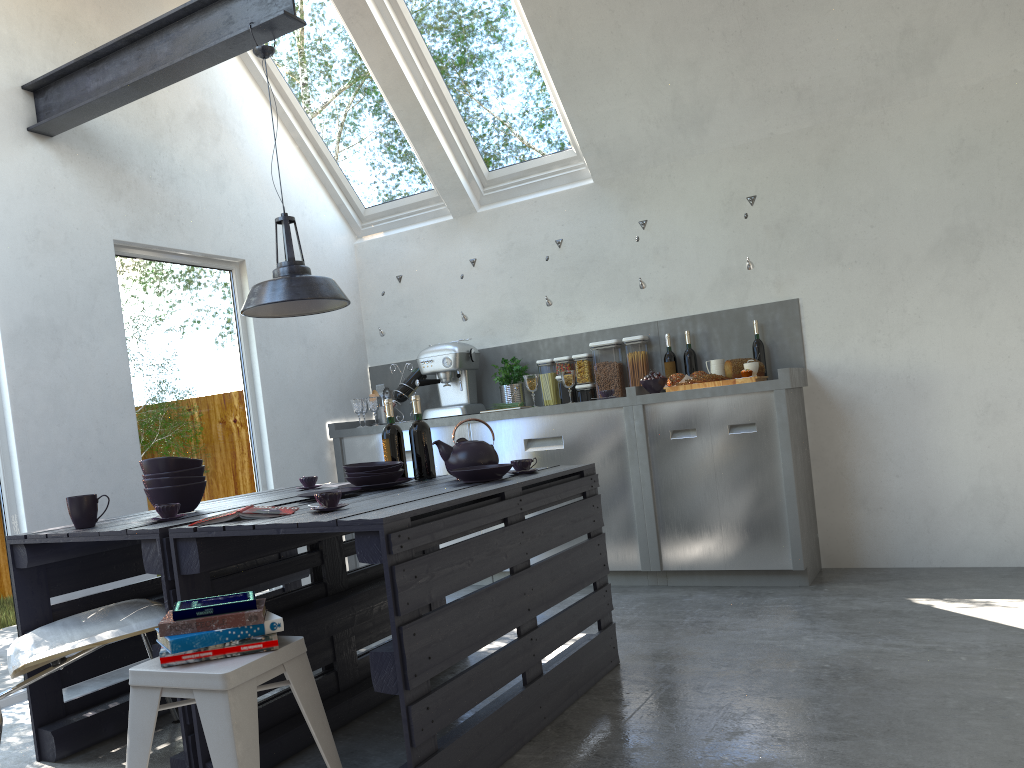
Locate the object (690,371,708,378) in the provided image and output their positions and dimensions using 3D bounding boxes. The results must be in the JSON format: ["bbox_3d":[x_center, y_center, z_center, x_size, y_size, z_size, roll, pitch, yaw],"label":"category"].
[{"bbox_3d":[1.025,-0.035,4.791,0.115,0.077,0.123,-6,-1,-18],"label":"object"}]

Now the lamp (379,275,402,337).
[{"bbox_3d":[-0.827,-0.535,5.938,0.063,0.438,0.313,-5,1,27],"label":"lamp"}]

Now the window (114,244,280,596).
[{"bbox_3d":[-1.770,0.333,4.934,0.062,2.131,0.929,-5,2,27],"label":"window"}]

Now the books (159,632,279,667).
[{"bbox_3d":[-0.745,0.660,2.232,0.277,0.035,0.203,-6,-2,-14],"label":"books"}]

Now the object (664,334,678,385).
[{"bbox_3d":[0.918,-0.118,5.062,0.076,0.345,0.069,-5,2,22],"label":"object"}]

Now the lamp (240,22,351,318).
[{"bbox_3d":[-0.905,-0.837,3.393,0.457,1.098,0.405,-5,2,29],"label":"lamp"}]

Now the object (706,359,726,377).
[{"bbox_3d":[1.111,-0.072,4.729,0.084,0.120,0.086,-7,1,-40],"label":"object"}]

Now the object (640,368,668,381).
[{"bbox_3d":[0.765,-0.036,4.725,0.165,0.095,0.136,-7,-1,15],"label":"object"}]

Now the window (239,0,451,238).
[{"bbox_3d":[-1.088,-1.754,5.509,0.880,1.398,1.401,-6,0,28],"label":"window"}]

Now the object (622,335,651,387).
[{"bbox_3d":[0.746,-0.101,5.158,0.135,0.355,0.120,-5,2,28],"label":"object"}]

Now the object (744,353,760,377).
[{"bbox_3d":[1.236,-0.094,4.520,0.071,0.121,0.075,-6,1,-16],"label":"object"}]

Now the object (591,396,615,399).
[{"bbox_3d":[0.508,0.078,4.859,0.134,0.013,0.027,-7,-1,6],"label":"object"}]

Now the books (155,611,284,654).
[{"bbox_3d":[-0.749,0.626,2.231,0.269,0.033,0.208,-5,-2,-29],"label":"books"}]

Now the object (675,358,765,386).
[{"bbox_3d":[1.091,-0.068,4.636,0.456,0.112,0.126,-6,0,2],"label":"object"}]

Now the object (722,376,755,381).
[{"bbox_3d":[1.153,-0.027,4.474,0.019,0.003,0.206,-5,-3,-38],"label":"object"}]

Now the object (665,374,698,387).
[{"bbox_3d":[0.950,-0.022,4.774,0.188,0.059,0.209,-5,-2,-41],"label":"object"}]

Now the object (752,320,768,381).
[{"bbox_3d":[1.354,-0.176,4.802,0.066,0.345,0.058,-5,2,32],"label":"object"}]

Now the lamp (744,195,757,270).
[{"bbox_3d":[1.272,-0.815,4.684,0.063,0.438,0.313,-5,1,27],"label":"lamp"}]

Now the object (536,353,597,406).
[{"bbox_3d":[0.339,-0.018,5.383,0.361,0.294,0.100,-7,1,30],"label":"object"}]

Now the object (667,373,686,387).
[{"bbox_3d":[0.907,-0.022,4.788,0.115,0.077,0.123,-6,-1,-18],"label":"object"}]

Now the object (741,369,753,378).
[{"bbox_3d":[1.203,-0.054,4.479,0.061,0.046,0.057,-6,-1,14],"label":"object"}]

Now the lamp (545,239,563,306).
[{"bbox_3d":[0.246,-0.678,5.297,0.063,0.438,0.313,-5,1,27],"label":"lamp"}]

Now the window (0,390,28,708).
[{"bbox_3d":[-2.488,0.358,3.526,0.062,2.131,0.929,-5,2,27],"label":"window"}]

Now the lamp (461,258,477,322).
[{"bbox_3d":[-0.274,-0.610,5.612,0.061,0.436,0.325,-6,1,16],"label":"lamp"}]

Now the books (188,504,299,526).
[{"bbox_3d":[-0.818,0.394,2.684,0.304,0.030,0.224,-6,-2,-2],"label":"books"}]

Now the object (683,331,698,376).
[{"bbox_3d":[1.020,-0.132,5.001,0.077,0.345,0.068,-5,2,32],"label":"object"}]

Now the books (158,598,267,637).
[{"bbox_3d":[-0.758,0.594,2.232,0.250,0.032,0.178,-6,-2,-9],"label":"books"}]

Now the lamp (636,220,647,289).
[{"bbox_3d":[0.752,-0.747,4.999,0.061,0.436,0.325,-6,1,16],"label":"lamp"}]

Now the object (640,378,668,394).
[{"bbox_3d":[0.770,0.014,4.727,0.143,0.079,0.150,-6,-1,-13],"label":"object"}]

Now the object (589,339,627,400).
[{"bbox_3d":[0.582,-0.079,5.253,0.185,0.355,0.120,-6,2,29],"label":"object"}]

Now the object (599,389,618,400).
[{"bbox_3d":[0.533,0.060,4.888,0.124,0.056,0.108,-8,-2,44],"label":"object"}]

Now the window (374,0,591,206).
[{"bbox_3d":[-0.199,-1.880,4.970,0.880,1.391,1.394,-6,0,28],"label":"window"}]

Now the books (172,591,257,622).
[{"bbox_3d":[-0.756,0.565,2.231,0.199,0.025,0.148,-6,-2,-14],"label":"books"}]

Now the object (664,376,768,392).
[{"bbox_3d":[1.082,0.002,4.634,0.498,0.028,0.290,-8,-3,30],"label":"object"}]

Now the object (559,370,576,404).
[{"bbox_3d":[0.335,0.019,5.114,0.102,0.192,0.094,-6,1,17],"label":"object"}]
